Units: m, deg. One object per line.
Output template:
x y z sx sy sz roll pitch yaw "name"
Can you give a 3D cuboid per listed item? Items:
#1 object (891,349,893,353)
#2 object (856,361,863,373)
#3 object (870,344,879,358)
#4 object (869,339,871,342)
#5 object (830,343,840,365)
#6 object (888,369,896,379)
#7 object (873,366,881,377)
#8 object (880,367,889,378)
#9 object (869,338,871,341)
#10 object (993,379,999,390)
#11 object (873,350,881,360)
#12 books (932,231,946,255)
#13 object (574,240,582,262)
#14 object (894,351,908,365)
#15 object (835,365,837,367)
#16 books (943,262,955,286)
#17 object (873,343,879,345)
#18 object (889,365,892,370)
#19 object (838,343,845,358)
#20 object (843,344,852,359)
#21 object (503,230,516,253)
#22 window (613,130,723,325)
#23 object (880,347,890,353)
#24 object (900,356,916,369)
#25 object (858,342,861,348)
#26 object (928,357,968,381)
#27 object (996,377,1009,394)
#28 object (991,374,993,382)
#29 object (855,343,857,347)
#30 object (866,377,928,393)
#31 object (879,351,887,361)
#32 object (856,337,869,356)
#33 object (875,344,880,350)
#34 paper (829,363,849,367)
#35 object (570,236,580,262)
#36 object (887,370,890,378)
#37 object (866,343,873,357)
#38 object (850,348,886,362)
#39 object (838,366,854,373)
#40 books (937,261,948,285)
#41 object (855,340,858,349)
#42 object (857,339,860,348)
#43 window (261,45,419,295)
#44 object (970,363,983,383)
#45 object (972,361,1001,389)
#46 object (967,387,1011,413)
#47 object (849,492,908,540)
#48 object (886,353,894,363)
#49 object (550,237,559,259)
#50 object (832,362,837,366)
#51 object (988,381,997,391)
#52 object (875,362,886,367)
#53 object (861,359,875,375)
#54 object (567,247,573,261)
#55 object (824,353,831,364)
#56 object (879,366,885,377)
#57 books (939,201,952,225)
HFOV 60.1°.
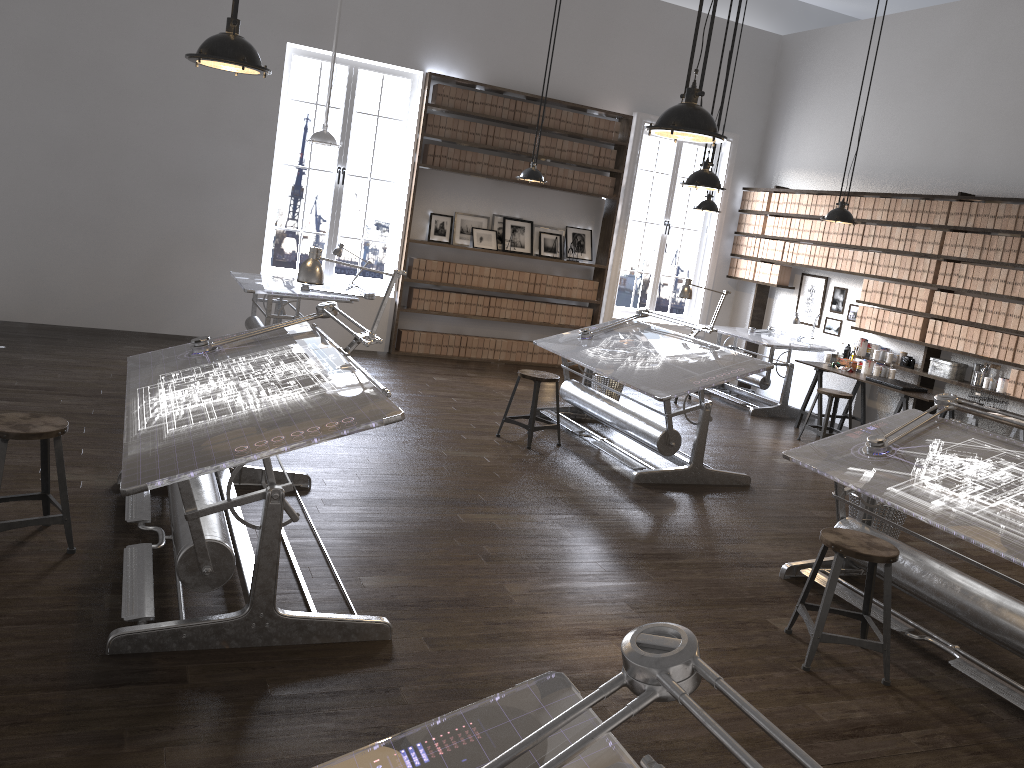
3.752 -0.282 8.774 0.004 0.132 0.030 8 8 -2 "object"
3.405 -0.170 8.681 0.049 0.111 0.050 5 9 -27 "object"
3.662 -0.332 8.950 0.070 0.129 0.070 11 8 14 "object"
3.648 -0.387 9.079 0.041 0.161 0.005 4 9 -32 "object"
3.260 -0.303 8.940 0.068 0.228 0.069 5 9 -27 "object"
3.643 -0.093 8.487 0.062 0.094 0.062 13 9 25 "object"
3.520 -0.122 8.542 0.062 0.094 0.062 11 9 16 "object"
3.581 -0.107 8.510 0.063 0.093 0.063 13 9 25 "object"
3.653 -0.387 9.088 0.033 0.183 0.005 4 9 -31 "object"
4.207 0.006 7.696 0.063 0.093 0.063 13 10 28 "object"
3.634 -0.290 8.824 0.062 0.094 0.062 2 11 -38 "object"
4.027 -1.304 8.251 0.174 0.224 0.067 5 9 -24 "books"
0.774 -1.553 10.341 0.110 0.260 0.040 5 8 -24 "object"
3.777 -0.233 8.628 0.107 0.160 0.236 14 11 31 "object"
3.205 -0.168 8.738 0.011 0.017 0.172 10 10 7 "object"
4.058 -0.993 8.114 0.174 0.224 0.067 5 9 -24 "books"
3.722 -0.349 9.093 0.070 0.129 0.070 12 9 23 "object"
3.641 -0.127 8.554 0.005 0.117 0.036 4 9 -29 "object"
3.326 -0.302 8.968 0.068 0.236 0.069 5 9 -27 "object"
3.402 -0.293 9.003 0.068 0.228 0.069 5 9 -27 "object"
-0.027 -1.600 9.934 0.174 0.258 0.040 5 8 -24 "object"
1.857 -1.884 10.774 1.242 2.294 0.154 5 8 -24 "window"
3.733 -0.298 8.880 0.094 0.127 0.095 10 9 6 "object"
3.792 -0.217 8.516 0.091 0.108 0.172 5 10 -24 "object"
3.420 -0.324 8.792 0.006 0.191 0.056 5 8 -25 "object"
3.998 -0.136 8.131 0.192 0.151 0.320 4 11 -24 "object"
4.202 0.016 7.569 0.094 0.127 0.095 6 9 -17 "object"
4.150 -0.019 7.652 0.008 0.124 0.042 3 9 -35 "object"
3.401 -0.321 8.811 0.022 0.179 0.006 9 8 -1 "object"
3.473 0.005 8.004 0.311 0.033 0.450 4 11 -24 "object"
3.674 -0.273 8.768 0.063 0.093 0.063 2 11 -38 "object"
3.557 -0.377 9.012 0.107 0.176 0.107 5 9 -22 "object"
3.697 -0.339 9.022 0.072 0.128 0.071 12 9 23 "object"
3.226 -0.178 8.769 0.137 0.038 0.156 1 13 -38 "paper"
0.725 -1.572 10.285 0.118 0.302 0.040 5 8 -24 "object"
3.637 -0.100 8.575 0.053 0.080 0.055 5 9 -23 "object"
3.633 -0.348 9.013 0.051 0.138 0.051 5 9 -26 "object"
3.544 -0.278 8.809 0.344 0.145 0.077 8 8 -1 "object"
3.257 -0.154 8.641 0.132 0.050 0.198 10 10 5 "object"
4.035 -1.009 8.184 0.174 0.224 0.067 5 9 -24 "books"
3.407 -0.332 8.789 0.007 0.213 0.055 10 8 11 "object"
3.427 -0.339 8.801 0.021 0.226 0.007 7 8 -12 "object"
-1.804 -2.160 9.291 1.480 2.480 0.154 5 8 -24 "window"
4.169 -0.088 7.952 0.079 0.187 0.079 1 11 -45 "object"
4.159 -0.108 7.786 0.156 0.270 0.183 2 11 -39 "object"
3.971 0.131 7.380 0.283 0.160 0.205 4 10 -24 "object"
2.084 0.829 5.104 0.353 0.375 0.356 8 9 -2 "object"
3.718 -0.257 8.720 0.062 0.094 0.062 2 11 -38 "object"
0.495 -1.565 10.178 0.124 0.258 0.040 5 8 -24 "object"
3.241 -0.200 8.895 0.049 0.037 0.049 4 10 -27 "object"
4.207 0.018 7.651 0.181 0.093 0.062 7 9 -10 "object"
3.584 -0.143 8.635 0.094 0.127 0.095 6 9 -20 "object"
3.469 -0.166 8.634 0.104 0.141 0.106 3 10 -31 "object"
0.673 -1.500 10.237 0.066 0.164 0.040 5 8 -24 "object"
3.212 -0.260 9.006 0.068 0.104 0.069 6 9 -19 "object"
3.577 -0.119 8.567 0.044 0.100 0.045 5 9 -24 "object"
4.070 -1.572 8.208 0.174 0.224 0.067 5 9 -24 "books"
